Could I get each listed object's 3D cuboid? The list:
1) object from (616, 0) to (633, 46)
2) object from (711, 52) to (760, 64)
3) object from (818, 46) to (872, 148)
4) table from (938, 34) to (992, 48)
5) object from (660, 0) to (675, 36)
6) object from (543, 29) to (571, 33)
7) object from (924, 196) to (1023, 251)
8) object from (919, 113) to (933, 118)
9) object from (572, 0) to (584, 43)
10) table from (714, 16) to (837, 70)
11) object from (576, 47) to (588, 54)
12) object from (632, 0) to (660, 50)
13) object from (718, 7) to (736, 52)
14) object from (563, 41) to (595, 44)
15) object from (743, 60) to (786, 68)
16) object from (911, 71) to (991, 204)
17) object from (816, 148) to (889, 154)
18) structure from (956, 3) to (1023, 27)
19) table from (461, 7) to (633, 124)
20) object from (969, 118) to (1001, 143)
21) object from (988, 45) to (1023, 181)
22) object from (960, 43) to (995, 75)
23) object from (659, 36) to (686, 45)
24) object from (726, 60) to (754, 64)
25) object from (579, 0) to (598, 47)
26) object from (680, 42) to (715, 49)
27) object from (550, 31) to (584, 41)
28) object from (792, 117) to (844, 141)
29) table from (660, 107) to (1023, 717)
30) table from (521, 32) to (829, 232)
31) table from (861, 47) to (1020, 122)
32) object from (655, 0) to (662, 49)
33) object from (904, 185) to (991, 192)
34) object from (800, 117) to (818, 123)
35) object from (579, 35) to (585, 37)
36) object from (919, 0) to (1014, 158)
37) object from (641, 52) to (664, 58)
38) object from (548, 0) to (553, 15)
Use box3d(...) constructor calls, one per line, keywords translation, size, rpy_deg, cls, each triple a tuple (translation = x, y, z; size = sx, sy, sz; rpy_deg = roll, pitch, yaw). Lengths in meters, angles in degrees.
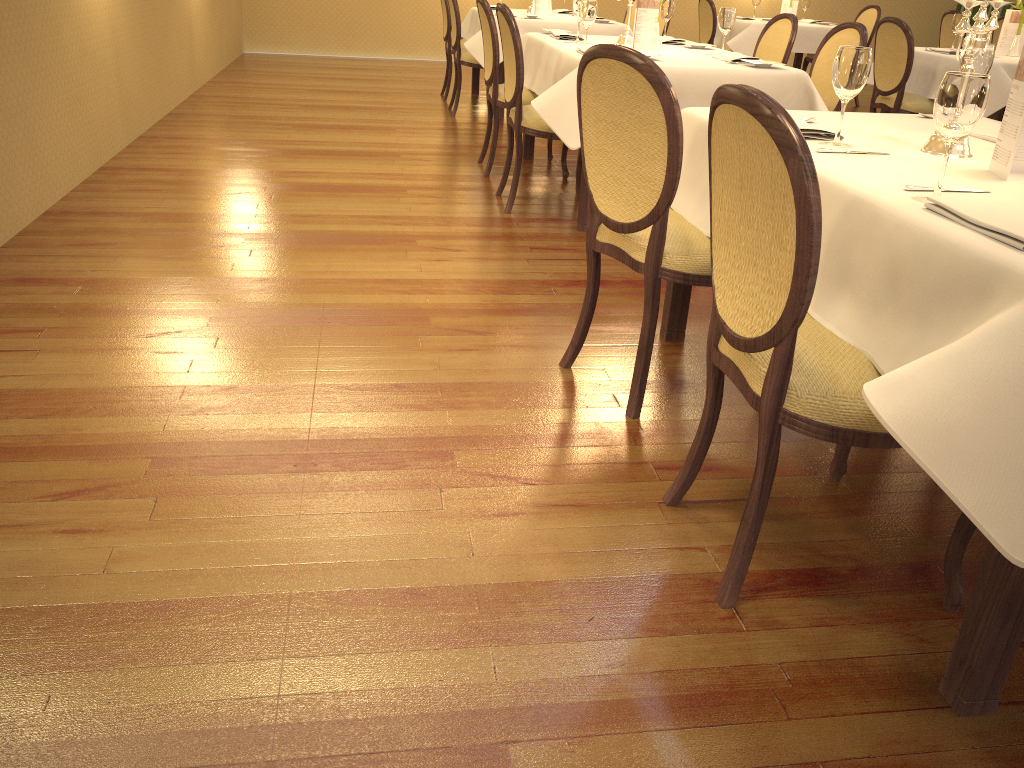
box3d(translation=(0.642, -2.145, 4.710), size=(0.131, 0.655, 0.390), rpy_deg=(14, 27, 22), cls="object")
box3d(translation=(1.078, -1.578, 4.290), size=(0.142, 0.033, 0.273), rpy_deg=(-1, 26, -9), cls="object")
box3d(translation=(0.810, -0.696, 2.152), size=(0.088, 0.229, 0.088), rpy_deg=(18, 29, 29), cls="object")
box3d(translation=(5.154, -2.937, 8.603), size=(1.385, 0.759, 2.152), rpy_deg=(-1, 26, -9), cls="table")
box3d(translation=(0.923, -2.178, 5.307), size=(0.088, 0.229, 0.088), rpy_deg=(22, 31, 34), cls="object")
box3d(translation=(0.268, -2.106, 5.311), size=(0.160, 0.024, 0.160), rpy_deg=(-1, 26, -9), cls="object")
box3d(translation=(0.843, -0.274, 1.508), size=(0.142, 0.024, 0.273), rpy_deg=(-1, 26, -9), cls="object")
box3d(translation=(1.353, -0.835, 2.768), size=(0.181, 0.015, 0.038), rpy_deg=(0, 25, -8), cls="object")
box3d(translation=(0.366, -1.980, 4.816), size=(0.088, 0.229, 0.088), rpy_deg=(18, 29, 29), cls="object")
box3d(translation=(2.643, -3.261, 8.968), size=(1.389, 0.759, 1.395), rpy_deg=(0, 25, -8), cls="table")
box3d(translation=(0.400, -1.559, 4.172), size=(0.142, 0.024, 0.273), rpy_deg=(-1, 26, -9), cls="object")
box3d(translation=(0.665, -1.875, 4.580), size=(0.166, 0.277, 0.081), rpy_deg=(-15, 31, -34), cls="object")
box3d(translation=(1.064, -1.757, 4.432), size=(0.088, 0.229, 0.088), rpy_deg=(22, 31, 34), cls="object")
box3d(translation=(0.368, -1.837, 4.769), size=(0.185, 0.010, 0.017), rpy_deg=(-1, 26, -9), cls="object")
box3d(translation=(1.148, -1.460, 4.056), size=(0.160, 0.024, 0.160), rpy_deg=(-1, 26, -9), cls="object")
box3d(translation=(0.808, -0.450, 1.631), size=(0.088, 0.229, 0.088), rpy_deg=(22, 31, 34), cls="object")
box3d(translation=(0.811, -0.552, 2.105), size=(0.185, 0.010, 0.017), rpy_deg=(-1, 26, -9), cls="object")
box3d(translation=(6.693, -1.497, 5.444), size=(0.850, 1.031, 14.516), rpy_deg=(-1, 26, -9), cls="structure")
box3d(translation=(0.204, -2.721, 7.513), size=(1.385, 0.759, 2.152), rpy_deg=(-1, 26, -9), cls="table")
box3d(translation=(1.341, -0.709, 2.485), size=(0.142, 0.033, 0.273), rpy_deg=(-1, 26, -9), cls="object")
box3d(translation=(1.108, -0.591, 1.916), size=(0.166, 0.277, 0.081), rpy_deg=(-15, 31, -34), cls="object")
box3d(translation=(1.367, -0.894, 2.643), size=(0.088, 0.229, 0.088), rpy_deg=(22, 31, 34), cls="object")
box3d(translation=(0.898, -1.994, 5.149), size=(0.142, 0.033, 0.273), rpy_deg=(-1, 26, -9), cls="object")
box3d(translation=(1.087, -1.500, 4.142), size=(0.181, 0.015, 0.038), rpy_deg=(0, 25, -8), cls="object")
box3d(translation=(0.364, -1.734, 4.295), size=(0.088, 0.229, 0.088), rpy_deg=(22, 31, 34), cls="object")
box3d(translation=(1.027, -1.863, 4.894), size=(0.160, 0.024, 0.160), rpy_deg=(-1, 26, -9), cls="object")
box3d(translation=(0.310, -1.970, 5.024), size=(0.142, 0.033, 0.273), rpy_deg=(-1, 26, -9), cls="object")
box3d(translation=(0.754, -0.686, 2.360), size=(0.142, 0.033, 0.273), rpy_deg=(-1, 26, -9), cls="object")
box3d(translation=(1.095, -0.139, 2.159), size=(1.385, 0.759, 2.152), rpy_deg=(-1, 26, -9), cls="table")
box3d(translation=(0.651, -1.424, 4.823), size=(1.385, 0.759, 2.152), rpy_deg=(-1, 26, -9), cls="table")
box3d(translation=(3.153, -1.783, 5.903), size=(1.389, 0.759, 1.395), rpy_deg=(0, 25, -8), cls="table")
box3d(translation=(0.802, -1.944, 4.624), size=(0.163, 0.375, 0.076), rpy_deg=(9, 26, 11), cls="object")
box3d(translation=(0.868, -0.388, 1.764), size=(0.185, 0.010, 0.017), rpy_deg=(-1, 26, -9), cls="object")
box3d(translation=(0.782, -0.751, 2.518), size=(0.181, 0.015, 0.038), rpy_deg=(0, 25, -8), cls="object")
box3d(translation=(0.339, -2.036, 5.182), size=(0.181, 0.015, 0.038), rpy_deg=(0, 25, -8), cls="object")
box3d(translation=(1.085, -0.860, 2.046), size=(0.131, 0.655, 0.390), rpy_deg=(14, 27, 22), cls="object")
box3d(translation=(0.602, -1.517, 4.108), size=(0.160, 0.024, 0.160), rpy_deg=(-1, 26, -9), cls="object")
box3d(translation=(0.355, -3.241, 7.313), size=(0.163, 0.375, 0.076), rpy_deg=(9, 26, 11), cls="object")
